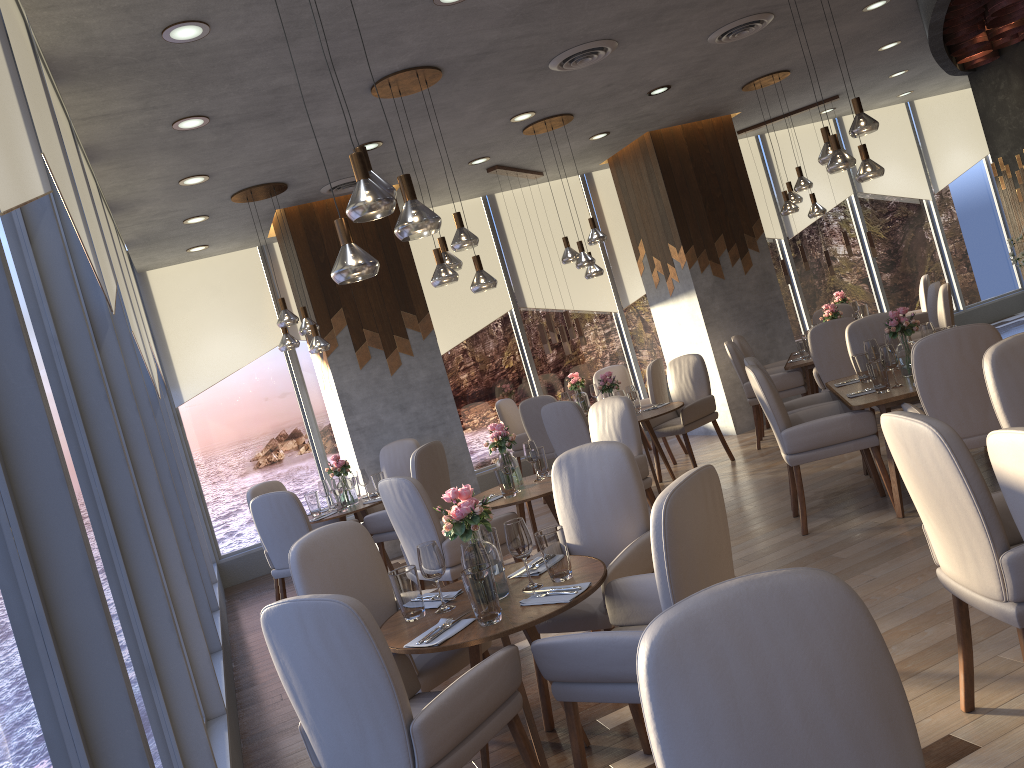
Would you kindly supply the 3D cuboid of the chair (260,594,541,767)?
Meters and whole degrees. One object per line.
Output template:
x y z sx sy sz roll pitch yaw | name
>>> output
-0.303 1.009 2.650 0.526 1.000 0.602 -16 1 33 | chair

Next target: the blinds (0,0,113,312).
-1.948 -1.637 3.355 0.007 2.680 1.170 -16 1 -19 | blinds

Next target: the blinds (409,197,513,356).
-0.791 -1.621 9.700 1.177 2.680 0.007 -16 1 -20 | blinds

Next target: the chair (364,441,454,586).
-0.701 0.966 6.521 0.597 1.000 0.530 -16 1 28 | chair

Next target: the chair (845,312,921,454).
2.672 0.009 6.142 0.527 1.000 0.601 -16 1 12 | chair

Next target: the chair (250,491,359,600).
-1.422 1.183 6.303 0.526 1.000 0.602 -16 1 24 | chair

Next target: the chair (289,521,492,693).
-0.439 1.015 3.463 0.597 1.000 0.530 -15 1 37 | chair

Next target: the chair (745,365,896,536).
1.805 0.297 5.215 0.598 1.000 0.529 -16 1 12 | chair

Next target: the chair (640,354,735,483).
1.492 0.283 7.770 0.602 1.000 0.526 -17 1 -42 | chair

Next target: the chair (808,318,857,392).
2.777 -0.068 7.308 0.526 1.000 0.602 -16 1 24 | chair

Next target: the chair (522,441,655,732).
0.327 0.789 3.607 0.526 1.000 0.602 -16 1 34 | chair

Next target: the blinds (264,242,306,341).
-2.000 -1.551 9.279 1.177 2.680 0.007 -16 1 -20 | blinds

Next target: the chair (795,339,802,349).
3.365 -0.368 10.491 0.598 1.000 0.530 -16 1 23 | chair

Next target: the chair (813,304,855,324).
3.327 -0.290 8.859 0.527 1.000 0.601 -16 1 19 | chair

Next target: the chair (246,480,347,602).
-1.678 1.225 7.084 0.597 1.000 0.530 -16 1 28 | chair

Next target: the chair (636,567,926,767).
0.538 0.824 1.247 0.528 1.000 0.599 -16 1 -5 | chair

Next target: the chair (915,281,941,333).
3.731 -0.376 8.115 0.598 1.000 0.530 -16 1 17 | chair

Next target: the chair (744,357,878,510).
1.939 0.236 5.763 0.598 1.000 0.530 -16 1 17 | chair

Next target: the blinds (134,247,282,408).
-3.131 -1.208 8.861 1.177 2.680 0.007 -16 1 -20 | blinds

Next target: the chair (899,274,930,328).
4.491 -0.671 9.960 0.598 1.000 0.530 -16 1 24 | chair

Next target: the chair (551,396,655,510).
0.578 0.632 5.669 0.602 1.000 0.526 -17 1 -38 | chair

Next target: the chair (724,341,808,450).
2.363 0.020 8.065 0.598 1.000 0.530 -16 1 19 | chair

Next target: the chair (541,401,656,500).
0.660 0.555 6.998 0.602 1.000 0.526 -17 1 -43 | chair

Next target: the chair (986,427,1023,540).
1.550 0.502 1.996 0.600 1.000 0.528 -16 1 -5 | chair

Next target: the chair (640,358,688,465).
1.293 0.303 8.683 0.597 1.000 0.530 -16 1 27 | chair

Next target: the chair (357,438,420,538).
-0.943 1.003 7.351 0.526 1.000 0.602 -16 1 25 | chair

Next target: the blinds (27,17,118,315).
-2.357 -1.568 4.546 0.007 2.680 1.170 -16 1 -19 | blinds

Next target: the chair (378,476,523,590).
-0.308 0.916 4.966 0.602 1.000 0.526 -17 1 -39 | chair

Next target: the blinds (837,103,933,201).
4.789 -3.608 11.791 1.177 2.680 0.007 -16 1 -20 | blinds

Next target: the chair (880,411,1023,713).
1.526 0.486 2.562 0.600 1.000 0.528 -16 1 0 | chair

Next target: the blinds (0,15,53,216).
-1.504 -1.566 2.182 0.007 2.680 1.170 -16 1 -19 | blinds

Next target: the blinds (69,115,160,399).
-2.679 -1.214 5.724 0.007 2.680 1.170 -16 1 -19 | blinds

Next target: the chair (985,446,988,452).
3.166 -0.104 5.440 0.599 1.000 0.529 -16 1 10 | chair

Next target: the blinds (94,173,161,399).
-3.083 -1.145 6.900 0.007 2.680 1.170 -16 1 -19 | blinds

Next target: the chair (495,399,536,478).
0.262 0.579 9.214 0.598 1.000 0.530 -16 1 24 | chair

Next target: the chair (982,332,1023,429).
2.129 0.288 3.149 0.528 1.000 0.599 -16 1 -5 | chair

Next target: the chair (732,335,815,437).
2.563 -0.059 8.590 0.598 1.000 0.530 -16 1 24 | chair

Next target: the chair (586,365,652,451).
1.082 0.330 9.523 0.526 1.000 0.602 -16 1 28 | chair

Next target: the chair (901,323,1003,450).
2.317 0.178 4.515 0.527 1.000 0.601 -16 1 17 | chair

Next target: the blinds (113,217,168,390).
-3.540 -1.260 8.075 0.007 2.680 1.170 -16 1 -19 | blinds

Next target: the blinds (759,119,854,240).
3.659 -3.266 11.373 1.177 2.680 0.007 -16 1 -20 | blinds

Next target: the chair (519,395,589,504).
0.472 0.552 8.401 0.526 1.000 0.602 -16 1 30 | chair

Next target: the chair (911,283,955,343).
3.549 -0.302 7.578 0.598 1.000 0.530 -16 1 24 | chair

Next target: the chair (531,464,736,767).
0.442 0.790 2.749 0.597 1.000 0.530 -15 1 37 | chair

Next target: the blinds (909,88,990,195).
5.899 -4.015 12.208 1.177 2.680 0.007 -16 1 -20 | blinds
